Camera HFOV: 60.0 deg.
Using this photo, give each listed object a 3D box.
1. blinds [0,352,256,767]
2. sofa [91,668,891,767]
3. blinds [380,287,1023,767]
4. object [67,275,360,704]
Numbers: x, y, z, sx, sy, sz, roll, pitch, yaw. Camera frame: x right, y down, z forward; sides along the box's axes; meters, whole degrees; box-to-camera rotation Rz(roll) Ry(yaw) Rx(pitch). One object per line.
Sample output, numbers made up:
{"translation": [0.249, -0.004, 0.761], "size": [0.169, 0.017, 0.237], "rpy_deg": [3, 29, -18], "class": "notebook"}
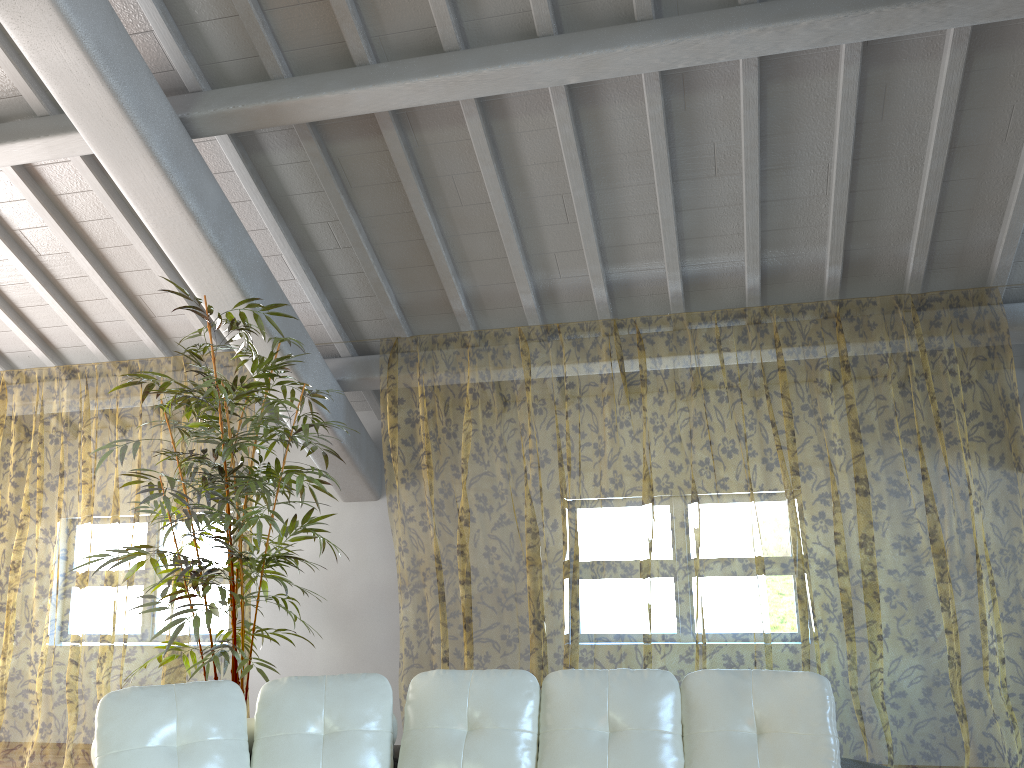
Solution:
{"translation": [-3.264, 1.148, 5.770], "size": [3.505, 2.546, 0.306], "rpy_deg": [-4, -12, 13], "class": "blinds"}
{"translation": [-0.284, 1.340, 2.739], "size": [3.047, 0.805, 1.359], "rpy_deg": [0, -12, -7], "class": "sofa"}
{"translation": [0.922, 0.853, 4.803], "size": [3.505, 2.546, 0.306], "rpy_deg": [-4, -12, 13], "class": "blinds"}
{"translation": [-1.319, 0.794, 4.128], "size": [1.399, 2.473, 1.177], "rpy_deg": [-11, -15, 37], "class": "object"}
